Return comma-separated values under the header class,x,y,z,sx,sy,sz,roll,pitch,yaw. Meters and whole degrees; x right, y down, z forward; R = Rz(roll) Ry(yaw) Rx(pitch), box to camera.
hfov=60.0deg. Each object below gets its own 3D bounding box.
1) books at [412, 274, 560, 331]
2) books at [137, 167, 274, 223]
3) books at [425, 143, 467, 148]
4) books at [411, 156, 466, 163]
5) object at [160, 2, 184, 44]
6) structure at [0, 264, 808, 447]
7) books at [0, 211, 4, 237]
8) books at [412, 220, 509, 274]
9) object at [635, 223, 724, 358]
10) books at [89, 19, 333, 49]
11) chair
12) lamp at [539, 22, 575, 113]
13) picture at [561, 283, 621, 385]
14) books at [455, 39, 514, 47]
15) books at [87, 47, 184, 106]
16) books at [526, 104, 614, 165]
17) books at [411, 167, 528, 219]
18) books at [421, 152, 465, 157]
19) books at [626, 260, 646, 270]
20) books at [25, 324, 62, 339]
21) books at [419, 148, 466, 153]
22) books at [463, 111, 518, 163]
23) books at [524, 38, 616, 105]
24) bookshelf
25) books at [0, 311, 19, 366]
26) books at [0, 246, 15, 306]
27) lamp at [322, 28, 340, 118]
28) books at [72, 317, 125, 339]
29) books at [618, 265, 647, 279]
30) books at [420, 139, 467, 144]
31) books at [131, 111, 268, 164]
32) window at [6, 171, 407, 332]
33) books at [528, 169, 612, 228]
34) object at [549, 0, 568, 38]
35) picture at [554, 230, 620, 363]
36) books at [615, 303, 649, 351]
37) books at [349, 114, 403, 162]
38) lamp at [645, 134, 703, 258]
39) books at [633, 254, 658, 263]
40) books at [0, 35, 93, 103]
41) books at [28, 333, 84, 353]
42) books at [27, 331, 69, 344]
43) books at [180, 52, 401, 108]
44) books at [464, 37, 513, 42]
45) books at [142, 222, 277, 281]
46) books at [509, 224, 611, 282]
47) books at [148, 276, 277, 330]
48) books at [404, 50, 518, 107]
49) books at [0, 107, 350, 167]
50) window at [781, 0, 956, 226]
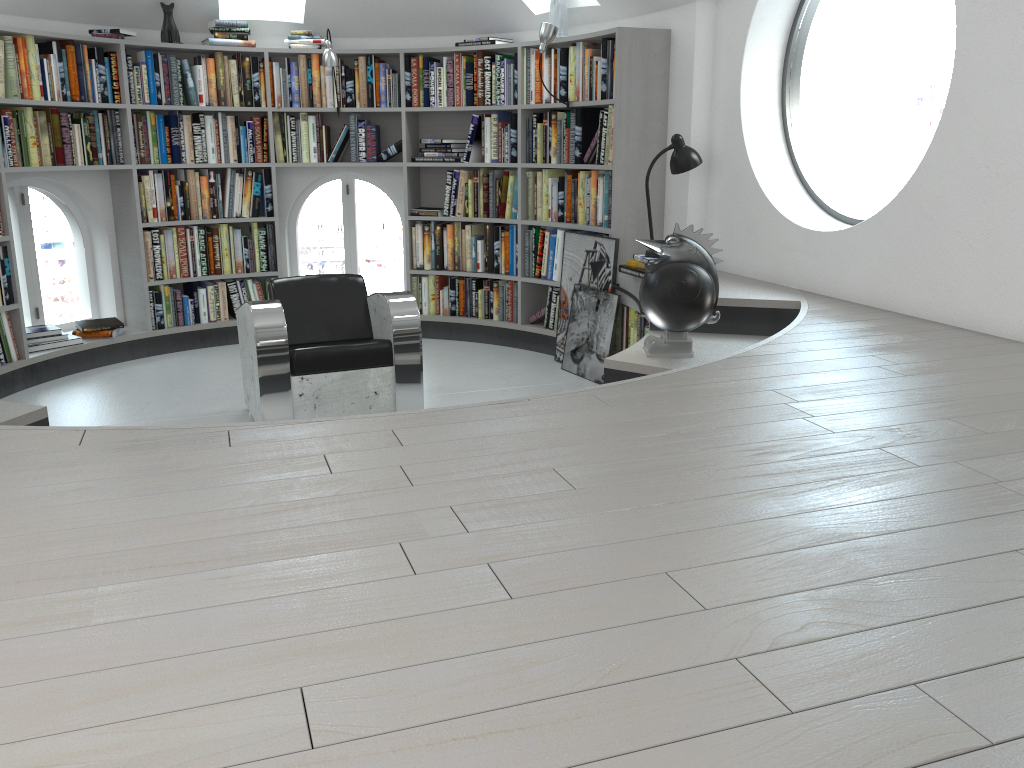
class,x,y,z,sx,sy,sz,roll,pitch,yaw
books,-0.093,-0.614,6.385,1.500,0.309,0.361,9,17,32
books,-2.161,-1.333,6.216,1.000,0.349,0.299,-11,17,-34
books,-0.476,-1.724,6.417,0.227,0.036,0.214,9,17,30
books,-0.476,-1.633,6.439,0.388,0.042,0.368,6,16,20
object,-2.263,-2.386,5.886,0.147,0.263,0.203,-6,15,-22
structure,-1.007,-0.147,4.565,4.715,0.688,4.736,7,17,25
books,-3.004,-0.891,4.574,0.260,0.357,1.027,-1,15,-2
books,-0.326,-1.010,6.462,0.873,0.348,0.273,6,15,22
object,0.705,-0.402,3.767,0.322,0.559,0.321,13,19,42
books,-2.412,-2.232,5.479,0.750,0.172,2.825,13,20,40
chair,-0.976,-0.184,4.683,0.824,0.714,0.745,-6,16,-23
lamp,0.290,-1.936,5.443,0.275,0.522,0.113,-7,15,-28
picture,0.477,-0.309,5.449,0.107,0.551,0.492,-7,16,-28
books,-0.164,-2.340,6.135,0.336,0.036,0.318,10,18,32
books,-2.504,-2.004,5.816,0.684,0.344,0.266,-13,19,-41
books,0.464,-1.584,5.666,0.280,0.356,1.057,-9,17,-32
books,-0.253,-1.368,6.331,0.975,0.350,0.253,6,15,23
books,-0.476,-1.664,6.432,0.286,0.031,0.271,4,16,15
books,0.842,-0.661,4.920,0.287,0.034,0.306,-8,17,-28
books,-2.998,-0.333,5.611,0.214,0.036,0.227,-13,20,-41
books,-0.476,-1.694,6.425,0.286,0.031,0.270,9,17,30
books,-0.063,-1.723,6.190,0.554,0.348,0.257,7,16,27
books,0.458,-1.958,5.587,0.293,0.360,1.018,-10,18,-35
bookshelf,-1.458,-1.227,5.655,4.336,1.868,2.122,-5,15,-18
books,-3.040,-0.187,4.804,0.283,0.317,0.924,0,15,-1
books,-2.980,-0.289,4.448,0.391,0.691,1.652,-2,15,-9
lamp,-1.243,-2.125,6.081,0.113,0.563,0.360,-3,14,-12
books,-2.738,-0.367,5.885,0.318,0.099,0.293,-5,16,-17
books,0.842,-0.626,4.929,0.366,0.042,0.390,-5,16,-18
books,-0.476,-1.755,6.410,0.270,0.031,0.287,-12,19,-37
books,-2.184,-1.708,6.162,1.030,0.357,0.302,-10,17,-32
window,-2.222,-0.984,6.375,3.238,1.143,0.620,-10,17,-32
books,0.474,-1.212,5.754,0.276,0.345,1.025,-9,17,-33
object,0.296,-2.438,5.659,0.179,0.469,0.180,-2,14,-10
picture,0.461,-0.511,5.590,0.090,0.857,0.581,-7,16,-28
books,0.813,-0.227,4.943,0.272,0.296,1.155,-1,15,-5
books,-0.961,-1.782,6.438,0.399,0.338,0.226,0,14,1
lamp,0.877,-1.026,4.838,0.322,0.656,0.235,-1,14,-3
books,0.842,-0.693,4.913,0.269,0.031,0.288,-2,15,-9
books,-2.882,-1.866,5.262,0.269,0.370,0.797,6,16,24
books,-2.998,-0.270,5.626,0.389,0.042,0.367,11,19,36
books,-2.998,-0.303,5.618,0.270,0.031,0.287,-13,20,-41
books,-1.536,-2.138,6.266,1.566,0.364,0.396,-4,15,-13
books,-0.164,-2.367,6.129,0.248,0.027,0.234,14,20,42
books,-2.149,-0.961,6.314,1.034,0.355,0.294,-10,17,-33
books,0.423,-0.856,5.889,0.304,0.356,1.189,-11,18,-36
books,-2.160,-0.607,6.386,1.021,0.304,0.289,-10,17,-33
books,-0.311,-2.121,6.191,0.970,0.365,0.307,7,16,24
books,-2.247,-1.632,5.903,2.535,0.368,0.593,-12,19,-37
window,1.765,-1.482,4.197,0.104,1.460,1.479,-5,15,-18
